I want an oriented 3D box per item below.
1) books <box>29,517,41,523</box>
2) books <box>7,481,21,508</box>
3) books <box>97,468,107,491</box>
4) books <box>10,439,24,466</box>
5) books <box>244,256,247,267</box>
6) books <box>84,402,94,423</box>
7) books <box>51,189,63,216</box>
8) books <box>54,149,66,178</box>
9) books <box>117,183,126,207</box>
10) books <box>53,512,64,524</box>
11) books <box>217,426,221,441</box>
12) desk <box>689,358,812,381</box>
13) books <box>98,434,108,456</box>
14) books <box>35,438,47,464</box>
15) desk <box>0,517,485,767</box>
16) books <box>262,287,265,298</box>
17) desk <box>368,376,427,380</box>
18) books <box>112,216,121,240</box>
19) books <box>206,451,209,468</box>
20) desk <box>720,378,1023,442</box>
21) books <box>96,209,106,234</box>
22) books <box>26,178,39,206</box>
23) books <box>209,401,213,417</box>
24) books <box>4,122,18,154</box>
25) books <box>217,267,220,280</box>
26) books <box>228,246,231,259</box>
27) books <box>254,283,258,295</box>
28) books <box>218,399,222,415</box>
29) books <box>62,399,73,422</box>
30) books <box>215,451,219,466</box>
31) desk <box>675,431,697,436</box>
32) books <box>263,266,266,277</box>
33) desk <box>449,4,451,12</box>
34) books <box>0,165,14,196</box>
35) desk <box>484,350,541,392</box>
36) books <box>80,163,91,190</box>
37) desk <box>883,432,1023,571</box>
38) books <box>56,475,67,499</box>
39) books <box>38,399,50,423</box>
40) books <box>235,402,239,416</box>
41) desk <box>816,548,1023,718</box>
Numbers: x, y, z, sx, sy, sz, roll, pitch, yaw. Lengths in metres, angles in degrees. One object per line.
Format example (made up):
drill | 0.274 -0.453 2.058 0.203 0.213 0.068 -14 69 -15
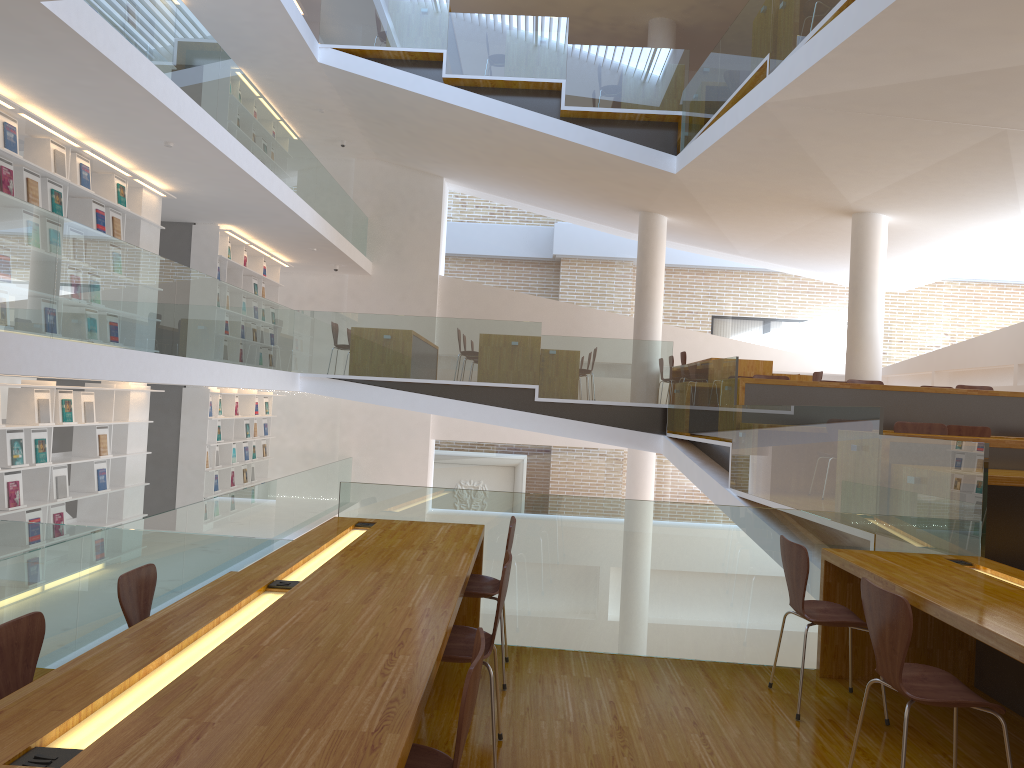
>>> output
books | -3.933 1.215 7.316 0.037 0.210 0.145 3 -1 1
books | -3.922 0.872 6.981 0.037 0.210 0.145 3 -1 1
books | -3.892 0.912 8.421 0.037 0.210 0.145 3 -1 1
books | -3.906 0.539 6.999 0.037 0.210 0.145 3 -1 1
books | -3.744 -1.693 12.440 0.037 0.210 0.145 3 -1 1
books | -3.865 0.267 8.109 0.037 0.210 0.145 3 -1 1
books | -3.788 -1.505 7.386 0.037 0.210 0.145 3 -1 1
books | -3.771 -1.835 7.400 0.037 0.210 0.145 3 -1 1
books | -3.750 -1.808 8.521 0.037 0.210 0.145 3 -1 1
books | -3.926 1.224 7.684 0.037 0.210 0.145 3 -1 1
books | -3.877 0.657 11.715 0.037 0.210 0.145 3 -1 1
desk | 3.092 0.125 12.509 1.247 0.762 3.194 3 -1 1
books | -3.878 0.584 8.412 0.037 0.210 0.145 3 -1 1
books | -3.895 0.558 7.336 0.037 0.210 0.145 3 -1 1
desk | -0.830 1.094 2.887 1.285 0.918 3.236 3 -1 1
books | -3.744 -1.357 13.342 0.037 0.210 0.145 3 -1 1
desk | -1.592 -0.345 12.544 0.760 0.606 3.194 3 -1 1
books | -3.771 -1.480 8.462 0.037 0.210 0.145 3 -1 1
books | -3.904 0.968 11.310 0.037 0.210 0.145 3 -1 1
desk | 3.690 0.536 8.285 3.216 1.022 1.248 3 -1 1
books | -3.777 -1.490 8.146 0.037 0.210 0.145 3 -1 1
books | -3.798 -1.514 7.031 0.037 0.210 0.145 3 -1 1
books | -3.867 0.327 11.342 0.037 0.210 0.145 3 -1 1
books | -3.784 -1.853 6.693 0.037 0.210 0.145 3 -1 1
books | -3.777 -1.405 11.374 0.037 0.210 0.145 3 -1 1
books | -3.756 -1.725 11.753 0.037 0.210 0.145 3 -1 1
books | -3.750 -1.366 12.991 0.037 0.210 0.145 3 -1 1
books | -3.862 0.303 11.700 0.037 0.210 0.145 3 -1 1
books | -3.871 0.238 7.721 0.037 0.210 0.145 3 -1 1
books | -3.894 0.988 11.692 0.037 0.210 0.145 3 -1 1
desk | 3.652 0.373 10.322 3.356 0.606 0.760 3 -1 1
books | -3.727 -1.672 13.349 0.037 0.210 0.145 3 -1 1
desk | -1.138 -4.399 12.595 0.760 0.606 3.196 3 -1 1
books | -3.805 -1.523 6.684 0.037 0.210 0.145 3 -1 1
desk | 0.235 -0.176 12.505 1.248 0.757 3.196 3 -1 1
books | -3.763 -1.826 7.820 0.037 0.210 0.145 3 -1 1
desk | 3.847 0.773 5.306 3.243 0.785 1.527 3 -1 1
books | -3.906 0.904 7.693 0.037 0.210 0.145 3 -1 1
books | -3.878 0.229 7.350 0.037 0.210 0.145 3 -1 1
books | -3.851 0.355 12.394 0.037 0.210 0.145 3 -1 1
desk | 1.818 1.070 2.648 0.760 0.606 3.185 3 -1 1
